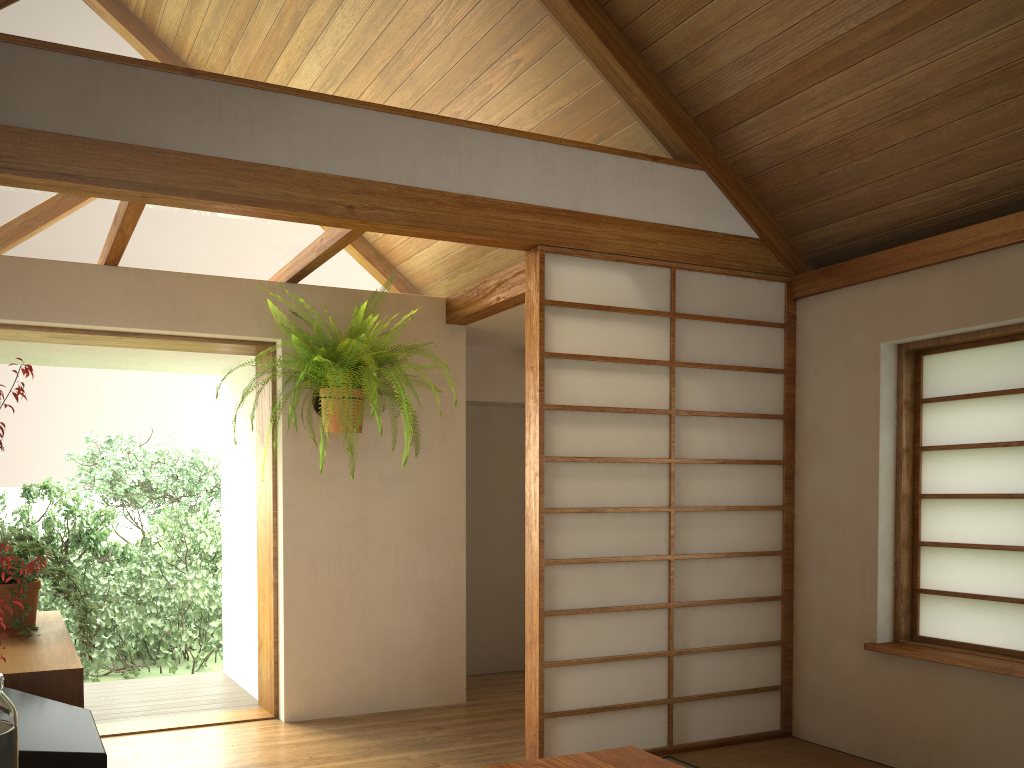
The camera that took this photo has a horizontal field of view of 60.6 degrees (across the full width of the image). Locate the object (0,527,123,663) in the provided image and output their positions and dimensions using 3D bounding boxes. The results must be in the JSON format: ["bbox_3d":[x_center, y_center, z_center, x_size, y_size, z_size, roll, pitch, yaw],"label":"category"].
[{"bbox_3d":[-1.372,0.566,2.298,0.522,0.376,0.547,-2,-5,23],"label":"object"}]

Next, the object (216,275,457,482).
[{"bbox_3d":[-0.787,-0.005,4.377,1.198,1.128,1.125,2,-3,-34],"label":"object"}]

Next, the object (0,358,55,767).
[{"bbox_3d":[-0.544,0.194,0.788,0.227,0.500,0.236,0,0,-21],"label":"object"}]

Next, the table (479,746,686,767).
[{"bbox_3d":[0.411,1.159,1.939,0.569,0.335,1.277,3,-7,-29],"label":"table"}]

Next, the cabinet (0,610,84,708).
[{"bbox_3d":[-0.910,0.882,1.324,0.526,0.736,2.813,1,-6,-29],"label":"cabinet"}]

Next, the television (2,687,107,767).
[{"bbox_3d":[-0.884,0.708,1.331,0.464,0.539,0.679,1,-4,-28],"label":"television"}]
